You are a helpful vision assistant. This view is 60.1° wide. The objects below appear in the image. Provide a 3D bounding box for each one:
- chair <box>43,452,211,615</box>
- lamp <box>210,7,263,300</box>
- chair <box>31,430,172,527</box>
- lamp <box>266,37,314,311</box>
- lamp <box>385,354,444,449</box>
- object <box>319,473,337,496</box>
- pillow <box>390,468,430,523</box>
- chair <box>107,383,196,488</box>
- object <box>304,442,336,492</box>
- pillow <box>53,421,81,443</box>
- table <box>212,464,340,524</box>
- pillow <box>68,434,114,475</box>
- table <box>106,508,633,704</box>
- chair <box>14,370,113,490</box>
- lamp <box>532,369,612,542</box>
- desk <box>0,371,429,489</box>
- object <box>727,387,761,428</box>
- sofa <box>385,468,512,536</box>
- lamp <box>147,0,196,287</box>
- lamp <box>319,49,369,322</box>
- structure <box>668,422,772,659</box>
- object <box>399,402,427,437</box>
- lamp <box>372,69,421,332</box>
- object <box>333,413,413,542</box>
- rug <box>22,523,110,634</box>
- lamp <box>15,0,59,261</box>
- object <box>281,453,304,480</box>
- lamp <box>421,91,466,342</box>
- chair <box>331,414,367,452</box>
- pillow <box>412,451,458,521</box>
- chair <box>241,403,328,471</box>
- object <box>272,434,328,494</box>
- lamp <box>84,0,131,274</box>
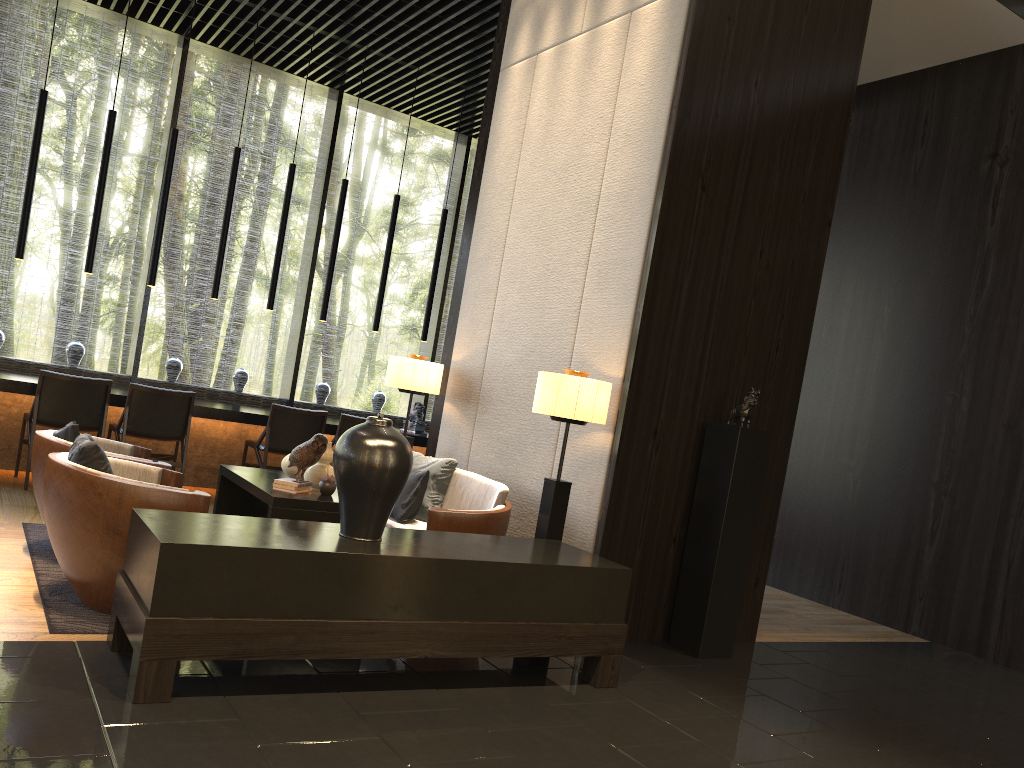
[{"bbox_3d":[-1.720,0.638,3.841,0.608,0.605,0.800,9,0,-32],"label":"chair"},{"bbox_3d":[-2.277,-1.901,7.331,0.060,2.425,0.059,8,3,-37],"label":"lamp"},{"bbox_3d":[-2.165,0.579,4.565,0.608,0.605,0.800,9,0,-32],"label":"chair"},{"bbox_3d":[-1.883,-1.828,7.581,0.060,2.425,0.059,8,3,-37],"label":"lamp"},{"bbox_3d":[-0.756,0.474,6.049,0.375,1.353,0.374,10,2,-2],"label":"lamp"},{"bbox_3d":[-0.935,0.508,4.498,0.091,0.112,0.091,10,1,20],"label":"object"},{"bbox_3d":[-0.652,0.626,5.303,0.220,0.361,0.469,9,0,-35],"label":"pillow"},{"bbox_3d":[-2.721,0.420,6.659,0.528,0.828,0.560,9,1,-32],"label":"chair"},{"bbox_3d":[-0.984,0.428,4.602,0.174,0.258,0.174,9,1,-12],"label":"object"},{"bbox_3d":[-2.231,0.350,4.497,0.205,0.339,0.439,9,0,-25],"label":"pillow"},{"bbox_3d":[-1.185,0.790,4.738,0.578,0.518,1.037,10,0,-32],"label":"table"},{"bbox_3d":[-1.783,0.406,3.771,0.223,0.363,0.397,9,1,-31],"label":"pillow"},{"bbox_3d":[-0.486,0.880,3.548,1.968,0.514,0.617,10,0,-32],"label":"table"},{"bbox_3d":[-3.203,0.330,6.353,0.528,0.828,0.560,9,1,-32],"label":"chair"},{"bbox_3d":[0.211,0.603,4.473,0.374,1.353,0.375,10,2,16],"label":"lamp"},{"bbox_3d":[-11.971,-1.255,1.233,28.845,0.761,1.771,11,-1,-32],"label":"desk"},{"bbox_3d":[1.216,0.123,4.646,0.102,0.218,0.160,8,2,-44],"label":"object"},{"bbox_3d":[-0.514,0.828,5.143,0.605,0.694,1.442,9,0,-32],"label":"sofa"},{"bbox_3d":[-2.694,-1.978,7.066,0.060,2.425,0.059,8,3,-37],"label":"lamp"},{"bbox_3d":[-1.481,-1.753,7.836,0.060,2.425,0.059,8,3,-37],"label":"lamp"},{"bbox_3d":[1.099,0.828,4.690,0.241,1.220,0.239,8,2,-32],"label":"structure"},{"bbox_3d":[-0.894,0.317,8.228,0.206,0.311,0.163,11,2,38],"label":"object"},{"bbox_3d":[-1.055,-1.674,8.106,0.060,2.425,0.059,8,3,-37],"label":"lamp"},{"bbox_3d":[-0.552,0.356,3.461,0.313,0.493,0.309,9,2,-43],"label":"object"},{"bbox_3d":[-1.312,1.031,4.755,2.250,0.008,2.031,11,-2,-32],"label":"rug"},{"bbox_3d":[-3.478,-2.124,6.569,0.060,2.425,0.059,8,3,-37],"label":"lamp"},{"bbox_3d":[-1.137,0.454,4.840,0.244,0.168,0.246,10,0,16],"label":"object"},{"bbox_3d":[-0.637,-1.597,8.371,0.060,2.425,0.059,8,3,-37],"label":"lamp"},{"bbox_3d":[-1.368,0.671,7.517,0.528,0.828,0.560,9,1,-32],"label":"chair"},{"bbox_3d":[-0.571,0.623,5.470,0.430,0.400,0.202,10,1,36],"label":"pillow"},{"bbox_3d":[-1.850,0.581,7.211,0.528,0.828,0.560,9,1,-32],"label":"chair"},{"bbox_3d":[-1.034,0.389,4.423,0.228,0.310,0.174,10,1,14],"label":"object"},{"bbox_3d":[-3.082,-2.050,6.820,0.060,2.425,0.059,8,3,-37],"label":"lamp"}]
